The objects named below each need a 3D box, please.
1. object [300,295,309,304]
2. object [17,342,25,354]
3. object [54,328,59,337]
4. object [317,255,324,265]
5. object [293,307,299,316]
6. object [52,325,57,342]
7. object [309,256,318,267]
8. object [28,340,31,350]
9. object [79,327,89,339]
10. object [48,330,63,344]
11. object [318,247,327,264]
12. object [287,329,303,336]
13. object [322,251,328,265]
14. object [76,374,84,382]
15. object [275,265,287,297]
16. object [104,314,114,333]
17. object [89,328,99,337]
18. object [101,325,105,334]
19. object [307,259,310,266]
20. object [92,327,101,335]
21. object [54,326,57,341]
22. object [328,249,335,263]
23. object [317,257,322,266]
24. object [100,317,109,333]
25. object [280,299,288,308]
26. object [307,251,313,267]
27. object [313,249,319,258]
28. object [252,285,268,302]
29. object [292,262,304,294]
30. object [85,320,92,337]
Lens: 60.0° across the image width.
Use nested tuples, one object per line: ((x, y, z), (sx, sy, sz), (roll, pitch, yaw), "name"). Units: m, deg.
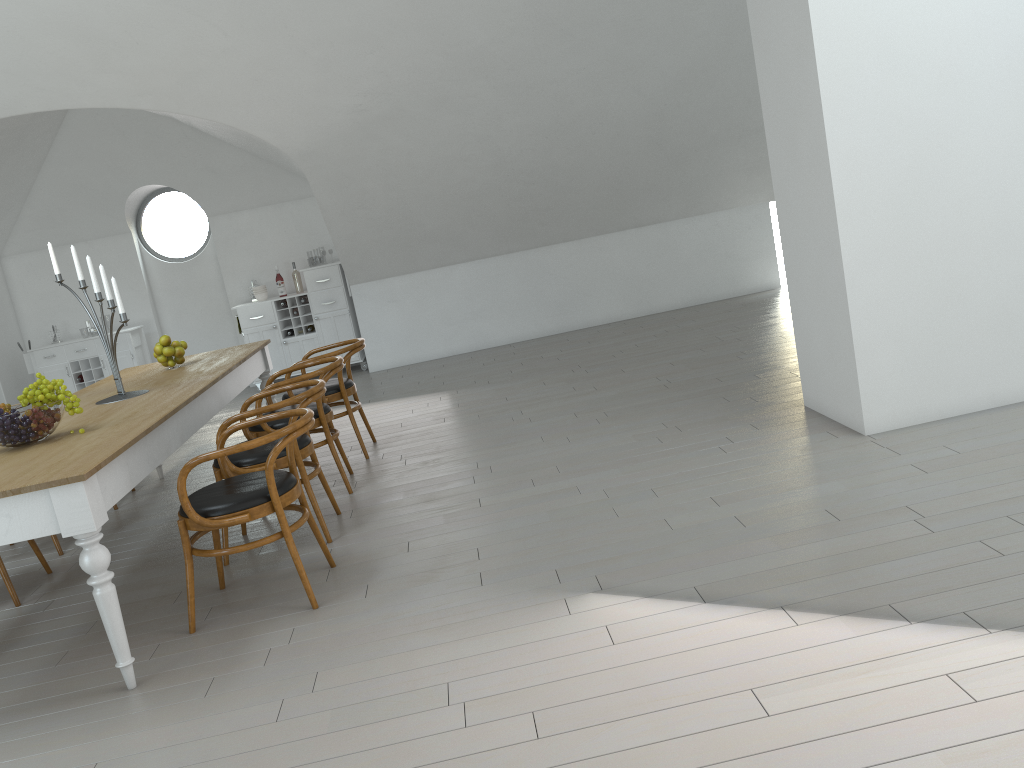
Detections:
((-2.168, -0.884, 9.284), (0.087, 0.084, 0.361), (-12, 11, -3), "object")
((-4.886, -0.297, 8.901), (0.088, 0.267, 0.029), (-17, 11, -30), "object")
((-4.708, -0.505, 9.141), (0.097, 0.136, 0.029), (-11, 10, 0), "object")
((-2.004, -1.300, 9.329), (0.071, 0.098, 0.071), (-10, 10, 5), "object")
((-2.253, -0.763, 9.311), (0.085, 0.085, 0.332), (-12, 11, -3), "object")
((-4.722, -0.517, 9.135), (0.039, 0.174, 0.054), (-12, 10, -3), "object")
((-2.048, -1.263, 9.169), (0.081, 0.105, 0.082), (-4, 12, 35), "object")
((-4.833, -0.308, 8.904), (0.088, 0.267, 0.029), (-7, 10, 23), "object")
((-4.303, -0.510, 8.930), (0.081, 0.105, 0.082), (-9, 10, 10), "object")
((-4.705, -0.485, 9.137), (0.101, 0.137, 0.067), (-12, 10, -3), "object")
((-2.003, -1.359, 9.393), (0.063, 0.186, 0.063), (-14, 10, -17), "object")
((-2.285, -0.560, 9.336), (0.156, 0.085, 0.333), (-12, 11, -2), "object")
((-1.949, -1.320, 9.247), (0.046, 0.142, 0.046), (-10, 10, 8), "object")
((-4.347, -0.062, 8.991), (0.082, 0.084, 0.319), (-12, 11, -2), "object")
((-2.429, -1.076, 9.273), (0.081, 0.328, 0.081), (-12, 10, -7), "object")
((-4.111, -0.613, 9.043), (0.063, 0.186, 0.063), (-14, 10, -18), "object")
((-4.228, -0.523, 8.972), (0.077, 0.085, 0.077), (-14, 11, -15), "object")
((-4.159, -0.551, 9.009), (0.071, 0.098, 0.072), (-8, 11, 20), "object")
((-2.091, -1.277, 9.315), (0.093, 0.093, 0.095), (-5, 12, 29), "object")
((-4.233, -0.544, 9.062), (0.095, 0.093, 0.094), (-14, 11, -15), "object")
((-4.689, -0.519, 9.123), (0.039, 0.163, 0.025), (-10, 10, 10), "object")
((-1.888, -1.339, 9.283), (0.046, 0.142, 0.046), (-10, 10, 8), "object")
((-2.024, -1.274, 9.252), (0.077, 0.085, 0.078), (-10, 10, 5), "object")
((-4.168, -0.603, 9.071), (0.054, 0.178, 0.054), (-16, 11, -25), "object")
((-2.372, -0.847, 9.280), (0.093, 0.094, 0.361), (-12, 11, -2), "object")
((-2.095, -1.299, 9.234), (0.048, 0.168, 0.048), (-6, 11, 29), "object")
((-2.060, -1.339, 9.372), (0.054, 0.178, 0.054), (-13, 10, -9), "object")
((-2.623, -0.945, 9.250), (0.154, 0.159, 0.159), (-6, 11, 25), "object")
((-2.252, -1.112, 9.277), (0.085, 0.329, 0.086), (-1, 14, 45), "object")
((-4.290, -0.560, 9.002), (0.048, 0.168, 0.048), (-14, 10, -15), "object")
